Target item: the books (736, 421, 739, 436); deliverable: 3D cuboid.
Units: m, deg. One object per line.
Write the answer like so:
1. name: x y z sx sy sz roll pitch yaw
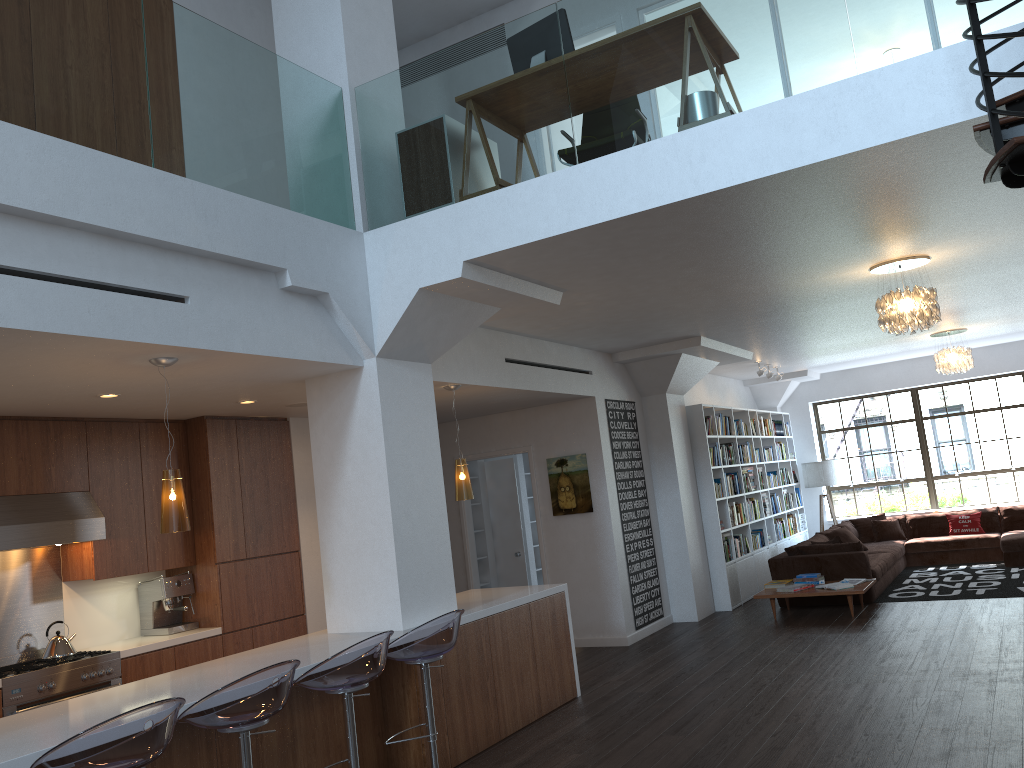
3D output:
1. books: 2.940 0.603 11.819 0.146 0.202 0.027 -11 -8 29

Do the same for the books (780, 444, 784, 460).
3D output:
1. books: 4.096 1.061 13.704 0.183 0.253 0.034 -11 -8 29

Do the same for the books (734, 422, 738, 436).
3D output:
1. books: 2.908 0.606 11.768 0.139 0.191 0.036 -11 -8 29

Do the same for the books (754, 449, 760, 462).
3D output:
1. books: 3.423 1.021 12.535 0.139 0.191 0.036 -11 -8 29

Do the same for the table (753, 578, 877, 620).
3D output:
1. table: 3.225 2.281 9.365 1.100 0.271 0.853 -11 -8 29

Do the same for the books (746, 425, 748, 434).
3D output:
1. books: 3.202 0.653 12.255 0.110 0.153 0.019 -11 -8 29

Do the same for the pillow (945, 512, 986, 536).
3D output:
1. pillow: 6.328 1.954 12.382 0.465 0.308 0.220 -10 -8 25

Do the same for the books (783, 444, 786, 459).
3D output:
1. books: 4.175 1.073 13.867 0.183 0.253 0.034 -11 -8 29

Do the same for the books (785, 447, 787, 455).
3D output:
1. books: 4.229 1.089 13.958 0.168 0.231 0.037 -11 -8 29

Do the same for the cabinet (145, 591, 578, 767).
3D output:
1. cabinet: -1.049 1.969 5.159 0.898 0.796 4.493 -11 -8 29

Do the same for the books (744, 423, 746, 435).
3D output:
1. books: 3.139 0.636 12.164 0.128 0.178 0.022 -11 -8 29

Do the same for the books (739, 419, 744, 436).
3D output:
1. books: 3.062 0.604 12.054 0.140 0.231 0.042 -11 -8 29

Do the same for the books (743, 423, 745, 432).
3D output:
1. books: 3.106 0.625 12.121 0.136 0.196 0.045 -11 -8 29

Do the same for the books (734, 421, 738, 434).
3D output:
1. books: 2.919 0.603 11.800 0.146 0.202 0.027 -11 -8 29

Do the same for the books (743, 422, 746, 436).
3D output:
1. books: 3.122 0.626 12.151 0.127 0.200 0.020 -11 -8 29

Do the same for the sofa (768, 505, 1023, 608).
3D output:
1. sofa: 5.453 2.031 11.026 3.481 0.664 4.197 -11 -8 29

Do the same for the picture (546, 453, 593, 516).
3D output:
1. picture: 0.594 1.044 9.166 0.450 0.600 0.030 -11 -8 29

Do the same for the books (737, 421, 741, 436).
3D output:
1. books: 2.978 0.608 11.892 0.146 0.202 0.027 -11 -8 29

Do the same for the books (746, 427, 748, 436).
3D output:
1. books: 3.187 0.644 12.243 0.109 0.171 0.018 -11 -8 29

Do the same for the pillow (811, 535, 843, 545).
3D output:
1. pillow: 3.734 1.953 10.306 0.269 0.411 0.559 -5 -8 -15

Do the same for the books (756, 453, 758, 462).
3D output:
1. books: 3.381 1.026 12.437 0.107 0.167 0.017 -11 -8 29

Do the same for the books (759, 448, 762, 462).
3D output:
1. books: 3.455 1.019 12.586 0.146 0.202 0.027 -11 -8 29

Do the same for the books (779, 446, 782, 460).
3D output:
1. books: 4.014 1.053 13.566 0.183 0.253 0.034 -11 -8 29

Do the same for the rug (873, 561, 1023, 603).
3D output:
1. rug: 6.400 2.104 9.884 4.200 0.007 3.100 -11 -9 31

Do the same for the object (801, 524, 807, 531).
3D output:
1. object: 4.463 2.290 14.039 0.331 0.088 0.410 -11 -8 29

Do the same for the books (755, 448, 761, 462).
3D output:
1. books: 3.434 1.019 12.567 0.146 0.202 0.027 -11 -8 29

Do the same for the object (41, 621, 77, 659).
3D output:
1. object: -3.123 1.750 6.106 0.222 0.235 0.222 -7 -7 4

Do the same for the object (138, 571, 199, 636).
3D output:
1. object: -2.619 1.694 6.856 0.439 0.455 0.284 -11 -8 29

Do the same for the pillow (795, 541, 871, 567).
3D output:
1. pillow: 3.639 1.975 10.052 0.750 0.364 0.289 -11 -8 28

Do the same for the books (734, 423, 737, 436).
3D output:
1. books: 2.897 0.610 11.741 0.128 0.178 0.021 -11 -8 29

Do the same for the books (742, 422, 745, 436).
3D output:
1. books: 3.089 0.625 12.084 0.139 0.191 0.036 -11 -8 29

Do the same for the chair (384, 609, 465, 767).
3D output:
1. chair: -0.448 1.743 4.771 0.481 1.014 0.530 -11 -9 31

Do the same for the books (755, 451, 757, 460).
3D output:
1. books: 3.370 1.027 12.415 0.106 0.162 0.032 -11 -8 29

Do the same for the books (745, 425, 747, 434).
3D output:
1. books: 3.155 0.637 12.210 0.134 0.184 0.030 -11 -8 29

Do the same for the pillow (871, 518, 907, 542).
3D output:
1. pillow: 5.388 2.098 12.753 0.489 0.337 0.238 -7 -7 -1

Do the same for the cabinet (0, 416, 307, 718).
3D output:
1. cabinet: -3.394 1.435 5.480 0.598 2.499 5.299 -11 -8 29

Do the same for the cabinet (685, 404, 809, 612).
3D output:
1. cabinet: 3.317 1.577 12.412 0.461 2.414 4.500 -11 -8 29

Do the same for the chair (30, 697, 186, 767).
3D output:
1. chair: -1.388 1.642 3.123 0.481 1.014 0.530 -11 -9 31

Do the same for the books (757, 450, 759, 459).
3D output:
1. books: 3.412 1.026 12.508 0.128 0.178 0.021 -11 -8 29

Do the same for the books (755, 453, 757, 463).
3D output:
1. books: 3.351 1.025 12.395 0.120 0.167 0.020 -11 -8 29

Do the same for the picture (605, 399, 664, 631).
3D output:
1. picture: 1.321 1.348 9.480 0.021 2.380 0.800 -11 -8 29

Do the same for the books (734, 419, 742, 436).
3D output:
1. books: 3.015 0.599 11.969 0.140 0.231 0.042 -11 -8 29

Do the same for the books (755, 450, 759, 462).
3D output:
1. books: 3.398 1.027 12.485 0.126 0.173 0.032 -11 -8 29

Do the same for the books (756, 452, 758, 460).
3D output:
1. books: 3.384 1.028 12.460 0.122 0.169 0.023 -11 -8 29

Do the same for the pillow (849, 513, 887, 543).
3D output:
1. pillow: 5.271 2.117 12.932 0.580 0.418 0.334 -7 -7 2

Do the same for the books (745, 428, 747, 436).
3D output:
1. books: 3.148 0.638 12.184 0.128 0.178 0.021 -11 -8 29

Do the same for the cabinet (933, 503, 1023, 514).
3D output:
1. cabinet: 7.058 2.114 12.986 1.520 0.625 0.350 -11 -8 29

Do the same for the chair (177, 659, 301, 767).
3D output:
1. chair: -1.096 1.680 3.683 0.481 1.014 0.530 -11 -8 27

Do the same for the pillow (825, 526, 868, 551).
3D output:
1. pillow: 4.358 2.068 11.590 0.625 0.391 0.325 0 -10 -44

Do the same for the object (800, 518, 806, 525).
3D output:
1. object: 4.452 2.204 14.051 0.331 0.088 0.410 -11 -8 29

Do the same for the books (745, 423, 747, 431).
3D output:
1. books: 3.170 0.641 12.231 0.128 0.178 0.022 -11 -8 29

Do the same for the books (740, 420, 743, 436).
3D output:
1. books: 3.035 0.604 12.014 0.158 0.226 0.052 -11 -8 29

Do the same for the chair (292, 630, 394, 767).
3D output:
1. chair: -0.763 1.710 4.226 0.481 1.014 0.530 -11 -8 27

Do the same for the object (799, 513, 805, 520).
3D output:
1. object: 4.435 2.119 14.065 0.316 0.088 0.410 -11 -8 29

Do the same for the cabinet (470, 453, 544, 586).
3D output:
1. cabinet: -0.136 1.548 11.270 0.527 2.991 2.630 -11 -8 29
